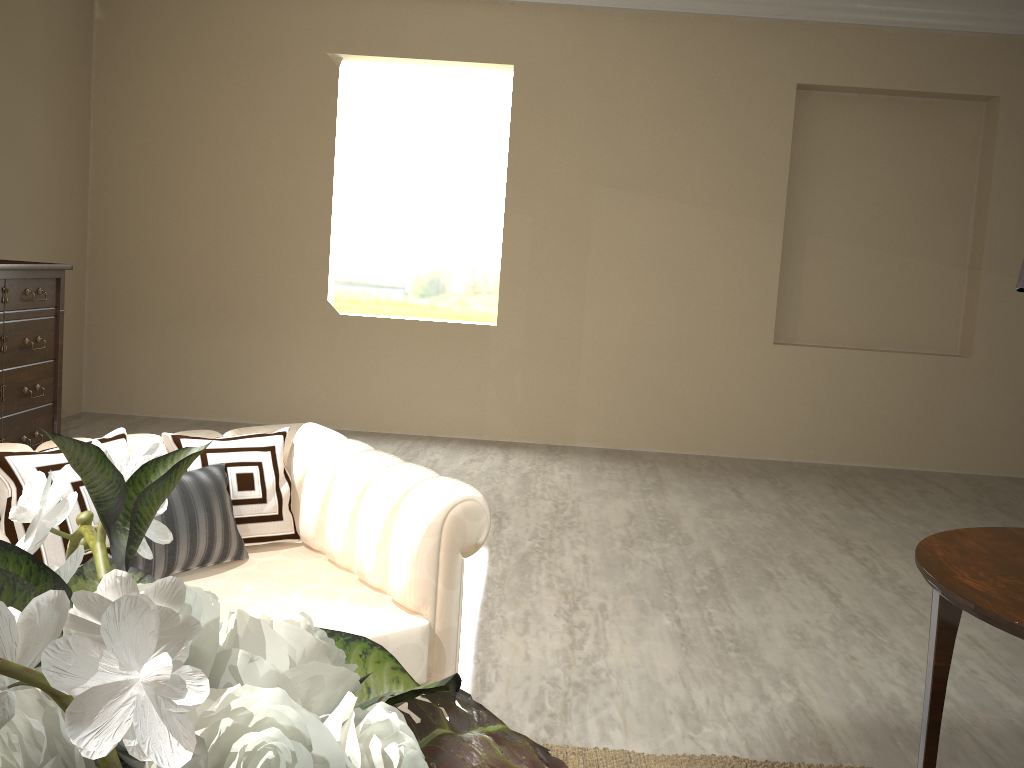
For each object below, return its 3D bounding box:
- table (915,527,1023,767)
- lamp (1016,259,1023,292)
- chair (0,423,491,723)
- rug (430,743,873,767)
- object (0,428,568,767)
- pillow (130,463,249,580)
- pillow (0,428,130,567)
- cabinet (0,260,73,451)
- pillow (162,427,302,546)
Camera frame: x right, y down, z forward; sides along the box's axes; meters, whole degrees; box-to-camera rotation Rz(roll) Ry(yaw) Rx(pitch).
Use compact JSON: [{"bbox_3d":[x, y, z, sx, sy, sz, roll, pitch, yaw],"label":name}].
[{"bbox_3d":[0.939,0.556,1.309,0.674,0.496,0.678,4,7,-2],"label":"table"},{"bbox_3d":[0.979,-0.029,1.263,0.474,0.678,0.477,1,6,-24],"label":"lamp"},{"bbox_3d":[-0.588,0.403,1.535,0.850,0.549,0.737,-2,8,-39],"label":"chair"},{"bbox_3d":[0.270,0.911,0.214,2.671,0.022,2.987,4,8,1],"label":"rug"},{"bbox_3d":[-0.197,0.256,0.472,0.510,0.472,0.550,4,6,2],"label":"object"},{"bbox_3d":[-0.581,0.248,1.560,0.127,0.186,0.238,8,8,36],"label":"pillow"},{"bbox_3d":[-0.727,0.220,1.475,0.184,0.248,0.281,6,7,24],"label":"pillow"},{"bbox_3d":[-2.020,-0.041,3.204,0.427,0.809,0.828,4,6,1],"label":"cabinet"},{"bbox_3d":[-0.541,0.207,1.727,0.251,0.222,0.165,-1,7,-36],"label":"pillow"}]
